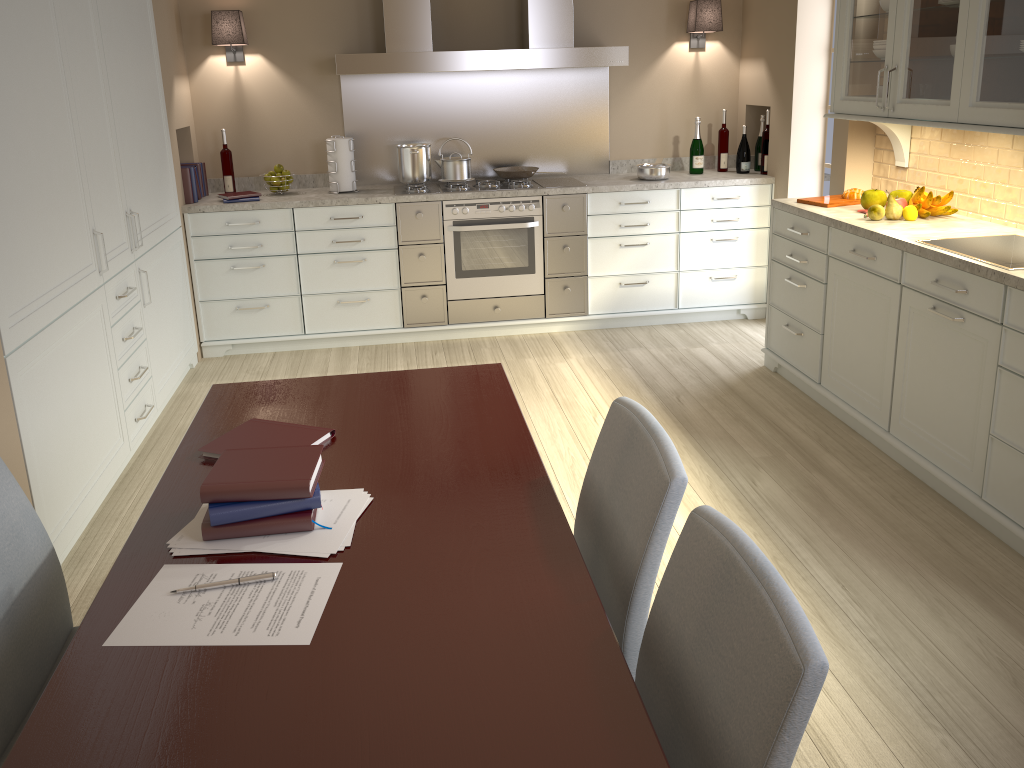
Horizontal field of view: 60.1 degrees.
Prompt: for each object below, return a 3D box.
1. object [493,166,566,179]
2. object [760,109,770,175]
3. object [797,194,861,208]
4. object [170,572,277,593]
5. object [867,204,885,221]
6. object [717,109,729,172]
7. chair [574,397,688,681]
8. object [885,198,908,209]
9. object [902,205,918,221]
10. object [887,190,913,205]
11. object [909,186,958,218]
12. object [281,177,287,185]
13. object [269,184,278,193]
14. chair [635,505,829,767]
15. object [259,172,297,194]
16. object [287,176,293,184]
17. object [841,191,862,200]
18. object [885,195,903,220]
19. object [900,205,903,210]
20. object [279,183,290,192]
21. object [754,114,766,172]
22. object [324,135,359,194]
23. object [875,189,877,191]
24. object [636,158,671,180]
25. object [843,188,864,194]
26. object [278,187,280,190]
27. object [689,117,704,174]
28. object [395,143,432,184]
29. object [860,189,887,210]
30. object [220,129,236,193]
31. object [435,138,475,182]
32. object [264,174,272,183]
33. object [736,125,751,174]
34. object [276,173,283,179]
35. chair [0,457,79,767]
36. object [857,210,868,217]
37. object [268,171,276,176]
[{"bbox_3d":[0.076,-1.186,4.997,0.267,0.050,0.429,-17,24,-37],"label":"object"},{"bbox_3d":[1.454,-1.376,5.035,0.062,0.359,0.063,6,18,25],"label":"object"},{"bbox_3d":[1.492,-0.829,3.992,0.351,0.020,0.204,-10,21,-21],"label":"object"},{"bbox_3d":[-0.442,0.306,1.356,0.159,0.011,0.011,-6,18,-12],"label":"object"},{"bbox_3d":[1.444,-0.683,3.512,0.066,0.062,0.096,2,19,11],"label":"object"},{"bbox_3d":[1.251,-1.440,5.233,0.062,0.359,0.063,6,18,25],"label":"object"},{"bbox_3d":[0.023,0.475,1.626,0.506,0.812,0.407,-4,17,-7],"label":"chair"},{"bbox_3d":[1.567,-0.724,3.604,0.082,0.069,0.086,-15,22,-36],"label":"object"},{"bbox_3d":[1.564,-0.670,3.475,0.056,0.065,0.054,-2,17,-1],"label":"object"},{"bbox_3d":[1.617,-0.762,3.679,0.105,0.088,0.107,-18,24,-41],"label":"object"},{"bbox_3d":[1.649,-0.733,3.524,0.182,0.134,0.199,-10,20,-24],"label":"object"},{"bbox_3d":[-1.249,-1.112,4.844,0.039,0.039,0.041,-7,18,-15],"label":"object"},{"bbox_3d":[-1.314,-1.080,4.878,0.048,0.047,0.049,-1,18,3],"label":"object"},{"bbox_3d":[0.087,0.627,1.190,0.506,0.812,0.407,-4,17,-7],"label":"chair"},{"bbox_3d":[-1.288,-1.106,4.892,0.207,0.107,0.209,12,23,35],"label":"object"},{"bbox_3d":[-1.230,-1.129,4.881,0.047,0.044,0.048,-3,18,-3],"label":"object"},{"bbox_3d":[1.525,-0.843,3.955,0.099,0.036,0.045,6,20,22],"label":"object"},{"bbox_3d":[1.508,-0.696,3.492,0.064,0.096,0.065,-5,17,-11],"label":"object"},{"bbox_3d":[1.535,-0.695,3.550,0.067,0.054,0.055,16,25,43],"label":"object"},{"bbox_3d":[-1.259,-1.091,4.888,0.060,0.055,0.062,11,22,35],"label":"object"},{"bbox_3d":[1.476,-1.422,5.213,0.083,0.325,0.085,4,17,20],"label":"object"},{"bbox_3d":[-0.940,-1.210,4.867,0.169,0.298,0.166,-9,18,-23],"label":"object"},{"bbox_3d":[1.518,-0.805,3.691,0.003,0.021,0.018,-8,18,-20],"label":"object"},{"bbox_3d":[0.852,-1.239,5.093,0.199,0.088,0.376,10,23,32],"label":"object"},{"bbox_3d":[1.571,-0.880,4.058,0.099,0.036,0.045,-1,18,3],"label":"object"},{"bbox_3d":[-1.294,-1.092,4.927,0.038,0.037,0.039,-3,18,-4],"label":"object"},{"bbox_3d":[1.082,-1.396,5.174,0.083,0.325,0.085,4,17,20],"label":"object"},{"bbox_3d":[-0.548,-1.240,4.971,0.202,0.203,0.204,12,23,38],"label":"object"},{"bbox_3d":[1.517,-0.768,3.708,0.104,0.089,0.108,-2,18,-1],"label":"object"},{"bbox_3d":[-1.570,-1.221,4.871,0.062,0.359,0.063,3,17,18],"label":"object"},{"bbox_3d":[-0.318,-1.270,4.990,0.209,0.232,0.212,7,19,25],"label":"object"},{"bbox_3d":[-1.334,-1.126,4.839,0.047,0.047,0.048,15,24,42],"label":"object"},{"bbox_3d":[1.346,-1.362,5.133,0.084,0.272,0.085,2,17,13],"label":"object"},{"bbox_3d":[-1.274,-1.142,4.860,0.040,0.038,0.040,-15,22,-34],"label":"object"},{"bbox_3d":[-0.709,0.516,1.578,0.506,0.812,0.407,-4,17,-7],"label":"chair"},{"bbox_3d":[1.451,-0.697,3.623,0.040,0.013,0.158,1,20,8],"label":"object"},{"bbox_3d":[-1.323,-1.152,4.875,0.044,0.042,0.041,0,18,7],"label":"object"}]
